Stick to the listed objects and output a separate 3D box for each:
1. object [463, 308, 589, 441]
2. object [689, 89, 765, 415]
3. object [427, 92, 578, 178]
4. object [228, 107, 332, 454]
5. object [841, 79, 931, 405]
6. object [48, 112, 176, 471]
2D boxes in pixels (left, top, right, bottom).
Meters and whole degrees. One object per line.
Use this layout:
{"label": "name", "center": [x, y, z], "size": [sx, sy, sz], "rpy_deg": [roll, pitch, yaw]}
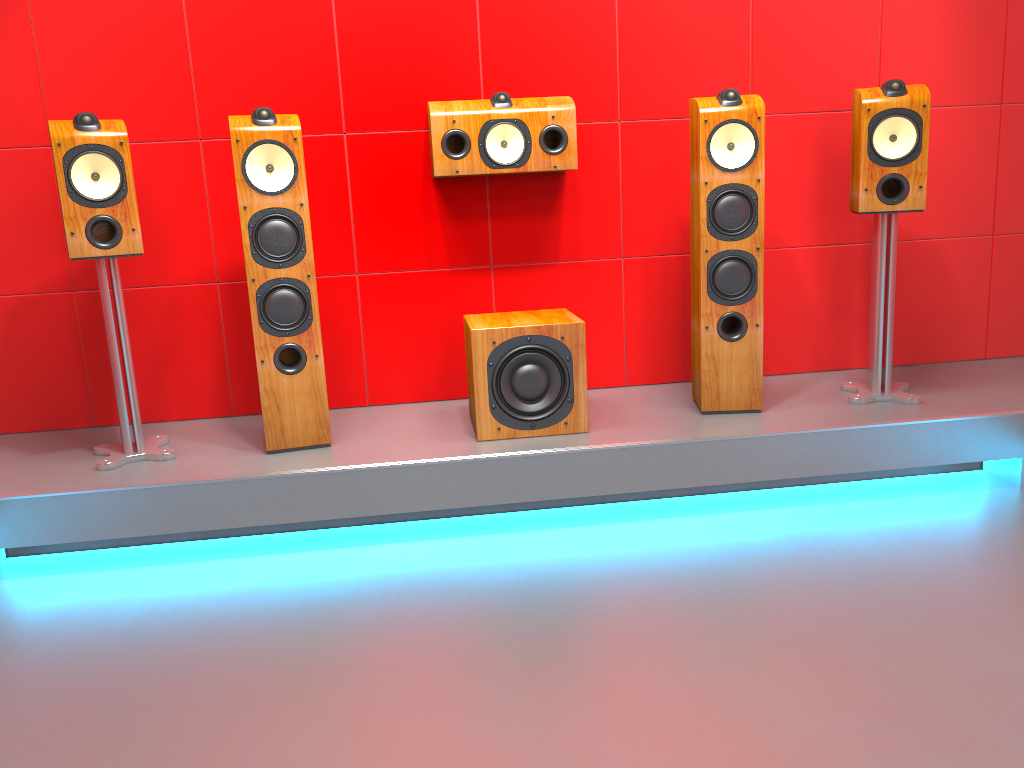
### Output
{"label": "object", "center": [0.040, -0.040, 2.954], "size": [0.360, 0.360, 0.360], "rpy_deg": [-4, 12, -6]}
{"label": "object", "center": [0.719, -0.436, 2.979], "size": [0.203, 1.052, 0.238], "rpy_deg": [-2, 12, 4]}
{"label": "object", "center": [-0.038, -0.874, 3.103], "size": [0.493, 0.271, 0.235], "rpy_deg": [-4, 12, -6]}
{"label": "object", "center": [-0.731, -0.322, 2.804], "size": [0.203, 1.052, 0.238], "rpy_deg": [-6, 13, -16]}
{"label": "object", "center": [1.267, -0.475, 3.014], "size": [0.231, 1.058, 0.265], "rpy_deg": [0, 13, 14]}
{"label": "object", "center": [-1.244, -0.286, 2.750], "size": [0.231, 1.058, 0.265], "rpy_deg": [-9, 14, -25]}
